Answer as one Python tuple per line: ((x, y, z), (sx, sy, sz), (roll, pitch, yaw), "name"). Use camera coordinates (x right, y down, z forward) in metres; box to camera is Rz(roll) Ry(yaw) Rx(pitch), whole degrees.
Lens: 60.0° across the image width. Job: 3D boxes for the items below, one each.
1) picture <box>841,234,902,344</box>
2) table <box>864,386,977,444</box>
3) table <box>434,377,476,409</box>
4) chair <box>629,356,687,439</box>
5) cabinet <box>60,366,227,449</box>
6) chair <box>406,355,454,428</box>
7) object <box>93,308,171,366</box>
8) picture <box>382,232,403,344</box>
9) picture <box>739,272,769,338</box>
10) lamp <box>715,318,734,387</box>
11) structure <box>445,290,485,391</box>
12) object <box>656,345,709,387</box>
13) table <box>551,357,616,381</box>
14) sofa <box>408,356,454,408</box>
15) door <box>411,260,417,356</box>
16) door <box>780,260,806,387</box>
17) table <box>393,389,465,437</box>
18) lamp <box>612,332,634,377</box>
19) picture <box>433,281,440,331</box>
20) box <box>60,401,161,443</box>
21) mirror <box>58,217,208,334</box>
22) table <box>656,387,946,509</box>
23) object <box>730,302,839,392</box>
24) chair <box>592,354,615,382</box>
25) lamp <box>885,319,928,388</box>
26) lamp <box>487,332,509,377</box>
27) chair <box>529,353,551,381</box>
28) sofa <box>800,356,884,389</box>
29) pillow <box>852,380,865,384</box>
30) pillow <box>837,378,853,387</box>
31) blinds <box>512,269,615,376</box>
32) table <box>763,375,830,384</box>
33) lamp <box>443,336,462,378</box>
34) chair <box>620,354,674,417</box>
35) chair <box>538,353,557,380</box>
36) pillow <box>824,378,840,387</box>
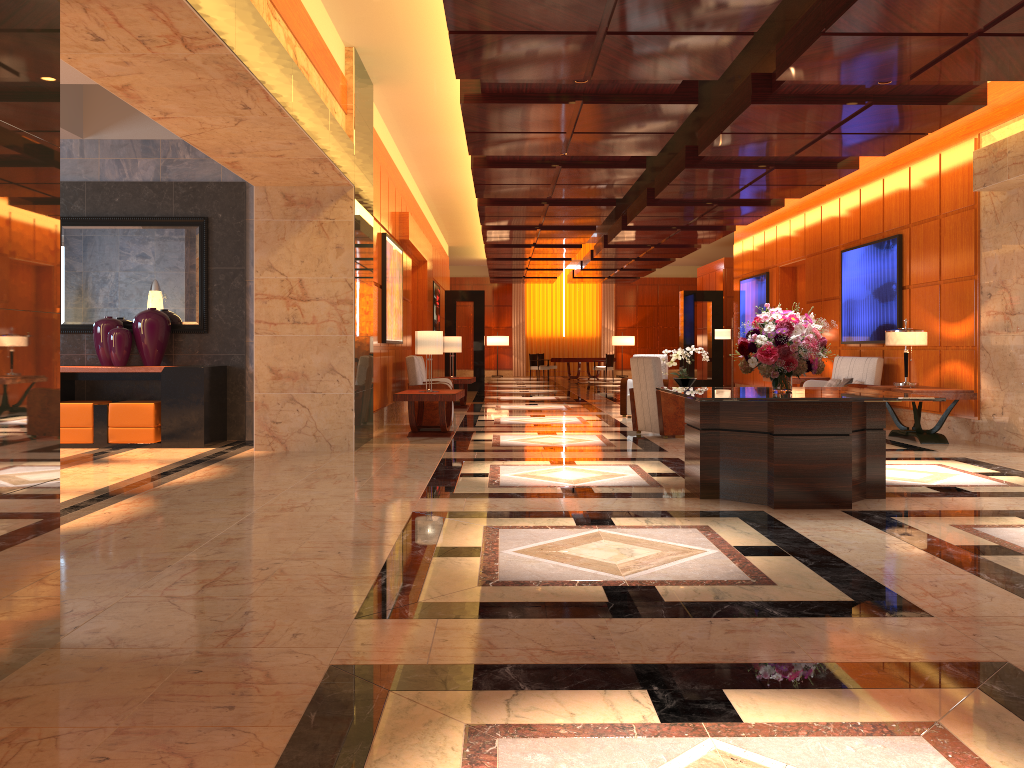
((5.154, -1.308, 12.786), (0.056, 1.452, 1.998), (0, 2, -1), "picture")
((4.701, 0.348, 10.277), (0.725, 0.606, 1.271), (0, 2, 0), "table")
((-1.052, 0.157, 15.837), (0.725, 0.534, 1.168), (0, 2, 2), "table")
((1.834, 0.143, 10.742), (0.628, 0.961, 0.738), (0, 1, -22), "chair")
((-4.366, 0.238, 9.777), (2.190, 0.868, 0.784), (0, 1, -1), "cabinet")
((-1.108, 0.092, 12.011), (0.628, 0.961, 0.738), (0, 1, -2), "chair")
((-4.277, -0.528, 9.903), (0.861, 0.652, 0.520), (0, 1, -1), "object")
((-1.687, -1.300, 12.605), (0.056, 1.452, 1.998), (0, 2, -1), "picture")
((5.082, -1.545, 18.646), (0.056, 1.452, 1.998), (0, 2, -1), "picture")
((4.224, -0.463, 17.280), (0.526, 1.661, 0.360), (0, 0, -11), "lamp")
((-1.173, -1.078, 22.143), (0.985, 2.498, 0.500), (0, 0, -1), "structure")
((2.395, -0.235, 12.356), (0.788, 0.617, 0.417), (-1, 1, -23), "object")
((2.340, -0.489, 28.939), (2.107, 0.741, 0.784), (-1, 2, -30), "table")
((-1.241, 0.039, 13.626), (0.612, 0.932, 1.800), (0, 2, 0), "sofa")
((-1.984, -0.917, 16.279), (0.340, 2.651, 1.500), (0, 1, -1), "door")
((5.359, -0.922, 16.388), (0.340, 2.651, 1.538), (0, 1, -1), "door")
((-0.991, 0.360, 10.826), (0.725, 0.534, 1.168), (0, 2, 2), "table")
((4.123, -1.091, 32.803), (0.811, 1.660, 0.811), (0, 1, 39), "lamp")
((-1.788, -1.635, 20.866), (0.056, 1.452, 1.998), (0, 2, -1), "picture")
((-4.364, 0.407, 9.632), (1.132, 0.427, 0.490), (0, 1, -1), "box")
((-4.372, -1.245, 10.143), (1.766, 1.338, 0.029), (0, 0, -1), "mirror")
((1.993, 0.429, 6.507), (1.600, 0.744, 1.601), (0, 2, -1), "table")
((1.991, -0.274, 6.525), (0.650, 0.658, 0.680), (0, 1, -10), "object")
((2.951, -0.517, 28.124), (0.576, 0.894, 0.584), (1, 1, 42), "chair")
((4.630, -0.365, 10.411), (0.458, 0.810, 0.459), (0, 1, 8), "lamp")
((-0.521, -1.088, 32.746), (0.811, 1.660, 0.811), (0, 1, 39), "lamp")
((0.851, -0.543, 28.757), (0.576, 0.894, 0.584), (1, 1, 37), "chair")
((4.737, 0.073, 12.790), (0.612, 0.932, 1.800), (0, 2, 0), "sofa")
((4.776, 0.066, 12.363), (0.202, 0.229, 0.273), (0, 1, 2), "pillow")
((4.806, 0.034, 12.811), (0.160, 0.253, 0.358), (0, 2, -4), "pillow")
((1.938, -2.323, 33.408), (3.853, 4.064, 0.149), (0, 0, -1), "blinds")
((4.649, 0.177, 14.499), (0.725, 0.606, 1.271), (0, 2, 0), "table")
((3.118, -0.281, 10.954), (0.335, 0.734, 13.002), (0, 2, -41), "lamp")
((2.096, 0.023, 13.728), (0.738, 0.961, 0.629), (0, 1, 18), "chair")
((1.158, -0.592, 29.978), (0.576, 0.894, 0.584), (0, 1, 27), "chair")
((4.772, 0.025, 13.245), (0.195, 0.227, 0.344), (0, 2, 4), "pillow")
